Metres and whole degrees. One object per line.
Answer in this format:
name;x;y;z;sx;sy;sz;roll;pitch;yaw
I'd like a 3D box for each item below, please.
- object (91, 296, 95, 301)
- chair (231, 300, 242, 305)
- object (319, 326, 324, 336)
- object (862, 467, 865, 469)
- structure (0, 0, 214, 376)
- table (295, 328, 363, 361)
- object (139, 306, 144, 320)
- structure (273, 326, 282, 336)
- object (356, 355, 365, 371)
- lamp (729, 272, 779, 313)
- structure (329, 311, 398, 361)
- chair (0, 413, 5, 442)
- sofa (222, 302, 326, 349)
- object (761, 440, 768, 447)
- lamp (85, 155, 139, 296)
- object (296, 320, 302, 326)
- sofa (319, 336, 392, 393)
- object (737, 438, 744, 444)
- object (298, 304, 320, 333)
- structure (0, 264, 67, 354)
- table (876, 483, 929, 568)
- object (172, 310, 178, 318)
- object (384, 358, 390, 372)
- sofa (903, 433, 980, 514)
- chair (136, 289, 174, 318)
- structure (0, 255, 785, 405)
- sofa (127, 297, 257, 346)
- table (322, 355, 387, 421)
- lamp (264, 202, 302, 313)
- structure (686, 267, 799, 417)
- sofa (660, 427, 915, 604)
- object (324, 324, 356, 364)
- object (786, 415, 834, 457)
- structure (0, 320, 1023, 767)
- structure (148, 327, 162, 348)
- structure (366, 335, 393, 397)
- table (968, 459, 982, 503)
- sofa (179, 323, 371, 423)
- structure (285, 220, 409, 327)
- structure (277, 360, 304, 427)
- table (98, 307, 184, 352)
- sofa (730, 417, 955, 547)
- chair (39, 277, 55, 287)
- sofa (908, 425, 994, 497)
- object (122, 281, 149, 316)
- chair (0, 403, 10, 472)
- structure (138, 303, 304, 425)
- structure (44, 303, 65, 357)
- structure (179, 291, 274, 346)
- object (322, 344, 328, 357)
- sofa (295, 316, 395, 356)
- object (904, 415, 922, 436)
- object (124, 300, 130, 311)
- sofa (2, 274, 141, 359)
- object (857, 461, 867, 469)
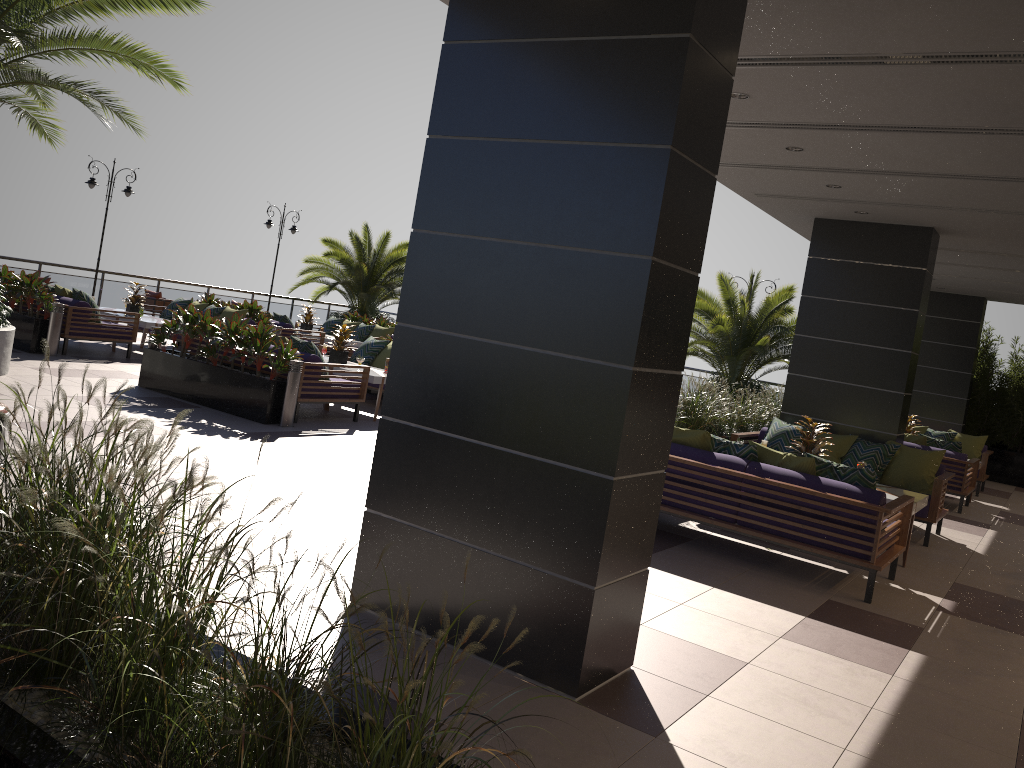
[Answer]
object;-6.637;-1.294;13.996;0.068;0.181;0.069;9;2;-25
chair;-6.427;-1.507;20.215;0.718;0.815;0.711;11;3;32
object;-3.571;-0.982;16.586;0.066;0.189;0.085;9;2;-28
object;3.110;0.833;7.787;0.105;0.197;0.106;9;2;-30
structure;-5.873;-3.321;9.296;4.722;6.496;4.737;8;3;-40
table;-3.992;-0.721;17.158;2.048;0.553;0.938;12;4;32
object;-5.573;-1.067;13.288;0.082;0.197;0.069;9;1;-16
structure;-4.014;-0.629;14.963;0.100;0.699;0.179;10;1;32
object;-1.887;-0.263;10.985;0.105;0.197;0.106;9;2;-25
lamp;4.932;-0.768;19.060;1.128;3.324;0.263;10;1;32
structure;-2.960;-0.892;18.844;2.263;1.171;0.734;12;3;34
chair;-3.042;0.312;4.286;0.717;0.815;0.712;11;3;32
sofa;-4.579;-0.931;16.207;2.137;0.918;1.115;12;4;32
object;2.522;0.656;8.876;0.069;0.181;0.068;10;1;15
lamp;-8.245;-2.899;17.800;0.265;3.324;1.118;10;1;32
object;-4.278;-1.196;17.745;0.105;0.197;0.106;9;2;-25
sofa;-1.628;-0.144;12.522;2.137;0.918;1.115;12;4;32
object;2.148;0.617;8.377;0.069;0.211;0.068;10;1;15
object;-3.964;-1.262;17.132;0.423;0.526;0.433;8;3;-31
structure;-7.053;-1.074;12.318;2.263;1.171;0.734;12;3;34
table;2.699;1.103;8.309;2.047;0.553;0.938;12;4;32
object;-5.297;-1.064;13.901;0.066;0.189;0.085;9;2;-28
object;-1.605;-0.248;11.449;0.066;0.189;0.085;9;2;-28
sofa;5.241;1.036;12.299;2.137;0.918;1.115;12;4;32
chair;-7.441;-1.552;18.599;0.718;0.815;0.711;11;3;32
structure;-3.351;-0.639;14.200;12.986;1.057;17.446;12;5;32
sofa;-5.353;-0.961;14.918;2.137;0.918;1.115;12;4;32
table;-2.292;0.005;11.555;2.048;0.553;0.938;12;4;32
lamp;-5.815;-2.791;21.674;0.265;3.324;1.118;10;1;32
structure;4.477;-0.701;17.435;3.790;3.299;3.769;9;3;-15
sofa;1.966;0.891;7.077;2.137;0.918;1.115;12;4;32
object;-2.215;-0.527;11.524;0.423;0.526;0.433;8;3;-41
object;2.785;0.572;8.293;0.433;0.526;0.423;12;3;44
structure;3.677;0.120;6.303;7.858;3.117;24.648;12;5;32
structure;-4.292;-0.333;10.579;0.100;0.699;0.179;10;1;32
structure;-1.238;-0.157;13.178;2.432;1.172;0.698;12;3;34
table;5.899;1.245;13.411;2.047;0.553;0.938;12;4;32
sofa;-2.864;-0.200;10.575;2.137;0.918;1.115;12;4;32
structure;-3.691;-2.488;22.620;3.800;3.299;3.760;10;3;0
structure;-2.319;0.100;9.310;0.100;0.699;0.179;10;1;32
table;-6.007;-0.811;13.945;2.048;0.553;0.938;12;4;32
sofa;3.528;0.960;9.567;2.137;0.918;1.115;12;4;32
chair;-8.891;-1.616;16.288;0.718;0.815;0.711;11;3;32
sofa;6.602;1.097;14.468;2.137;0.918;1.115;12;4;32
object;-5.922;-1.340;13.903;0.428;0.526;0.427;8;3;-26
chair;-3.437;0.324;5.445;0.581;0.480;0.576;12;4;35
structure;-3.279;-0.248;9.930;2.263;1.171;0.734;12;3;34
structure;-6.053;-0.719;11.712;0.100;0.699;0.179;10;1;32
structure;-5.026;-0.987;15.592;2.259;1.171;0.712;12;3;29
object;-2.564;-0.457;12.101;0.068;0.181;0.069;9;2;-25
sofa;-3.343;-0.874;18.153;2.137;0.918;1.115;12;4;32
object;5.988;0.714;13.405;0.423;0.526;0.433;8;3;-41
object;-6.329;-1.292;14.533;0.105;0.197;0.106;9;2;-25
sofa;-6.582;-1.017;12.967;2.137;0.918;1.115;12;4;32
object;3.286;0.822;8.343;0.066;0.189;0.085;9;2;-33
